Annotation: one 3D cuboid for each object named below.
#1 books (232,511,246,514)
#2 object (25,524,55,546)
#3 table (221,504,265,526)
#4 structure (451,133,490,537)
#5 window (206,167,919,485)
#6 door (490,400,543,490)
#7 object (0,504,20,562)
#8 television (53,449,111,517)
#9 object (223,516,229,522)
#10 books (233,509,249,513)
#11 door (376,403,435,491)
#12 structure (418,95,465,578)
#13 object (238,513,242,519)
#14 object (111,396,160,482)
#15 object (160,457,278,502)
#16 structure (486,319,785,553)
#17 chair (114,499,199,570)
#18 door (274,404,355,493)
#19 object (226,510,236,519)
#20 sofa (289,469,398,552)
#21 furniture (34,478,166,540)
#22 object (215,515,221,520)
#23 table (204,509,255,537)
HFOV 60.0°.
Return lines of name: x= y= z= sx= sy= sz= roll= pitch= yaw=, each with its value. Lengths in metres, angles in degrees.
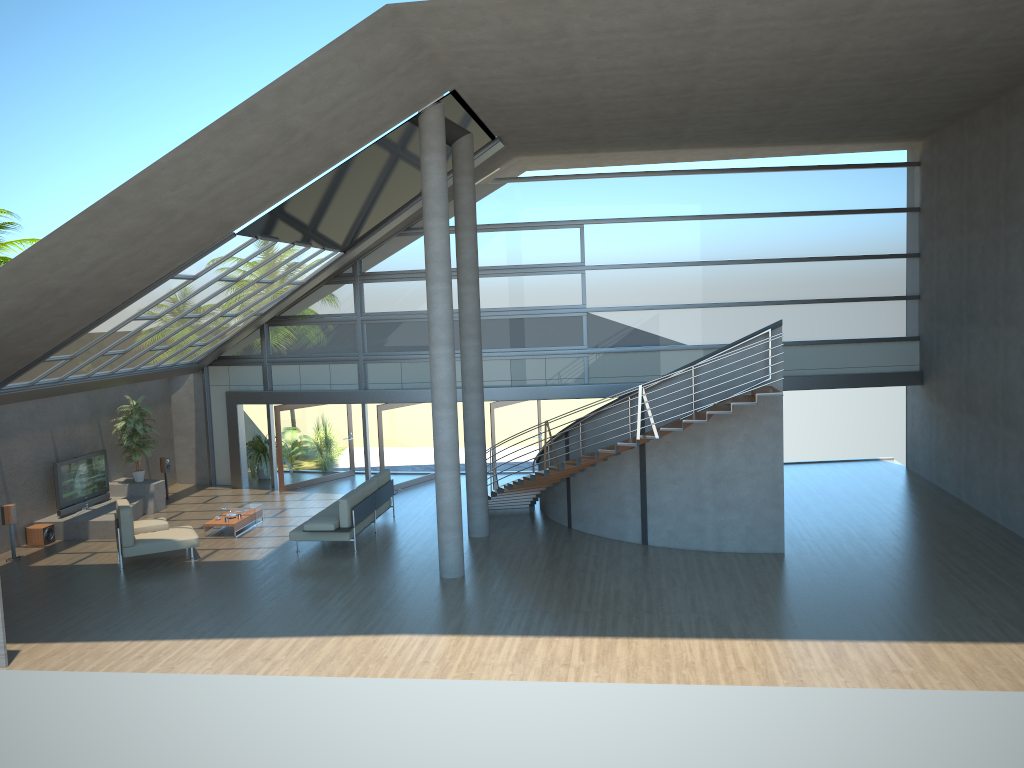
books: x=-5.257 y=2.466 z=17.107 sx=0.275 sy=0.005 sz=0.189 roll=-3 pitch=5 yaw=-12
object: x=-8.661 y=2.761 z=16.248 sx=0.425 sy=0.323 sz=0.362 roll=-1 pitch=5 yaw=8
table: x=-5.207 y=2.532 z=17.182 sx=0.680 sy=0.342 sz=0.400 roll=-1 pitch=5 yaw=8
structure: x=-0.722 y=-0.881 z=15.388 sx=0.381 sy=7.125 sz=0.382 roll=-6 pitch=6 yaw=-38
window: x=0.869 y=-1.060 z=19.598 sx=16.616 sy=6.630 sz=1.098 roll=-2 pitch=5 yaw=6
door: x=0.131 y=1.277 z=19.877 sx=0.200 sy=1.977 sz=2.298 roll=1 pitch=6 yaw=29
object: x=-8.561 y=2.538 z=15.145 sx=0.234 sy=0.959 sz=0.171 roll=-5 pitch=6 yaw=-26
television: x=-8.410 y=1.935 z=17.380 sx=0.396 sy=1.063 sz=1.568 roll=-1 pitch=5 yaw=8
object: x=-5.252 y=2.490 z=16.301 sx=0.085 sy=0.101 sz=0.070 roll=-2 pitch=5 yaw=7
books: x=-5.233 y=2.457 z=17.155 sx=0.275 sy=0.005 sz=0.189 roll=-3 pitch=5 yaw=-9
door: x=-2.291 y=1.335 z=20.276 sx=0.200 sy=1.977 sz=2.298 roll=1 pitch=6 yaw=31
structure: x=-1.041 y=-0.667 z=13.094 sx=0.381 sy=7.125 sz=0.382 roll=-1 pitch=5 yaw=8
object: x=-5.069 y=2.463 z=16.525 sx=0.070 sy=0.101 sz=0.085 roll=1 pitch=6 yaw=36
object: x=-7.931 y=1.142 z=18.688 sx=0.932 sy=1.857 sz=0.895 roll=-5 pitch=6 yaw=-33
object: x=-9.630 y=2.385 z=17.482 sx=7.863 sy=0.982 sz=21.345 roll=-1 pitch=5 yaw=11
structure: x=1.467 y=0.832 z=14.874 sx=2.349 sy=3.653 sz=6.809 roll=-7 pitch=7 yaw=-44
chair: x=-6.012 y=2.432 z=14.965 sx=1.244 sy=1.023 sz=1.217 roll=-5 pitch=6 yaw=-26
door: x=-4.611 y=1.367 z=20.906 sx=0.200 sy=1.977 sz=2.298 roll=2 pitch=6 yaw=37
object: x=-5.262 y=2.432 z=16.615 sx=0.178 sy=0.161 sz=0.178 roll=-7 pitch=7 yaw=-40
sofa: x=-3.032 y=2.262 z=16.169 sx=1.166 sy=0.947 sz=3.079 roll=-2 pitch=5 yaw=8
furniture: x=-7.916 y=2.459 z=17.828 sx=1.577 sy=0.610 sz=2.936 roll=-1 pitch=5 yaw=8
object: x=-5.477 y=2.487 z=16.512 sx=0.102 sy=0.086 sz=0.100 roll=-1 pitch=5 yaw=12
table: x=-5.260 y=2.623 z=16.792 sx=0.600 sy=0.250 sz=1.200 roll=-1 pitch=5 yaw=8
